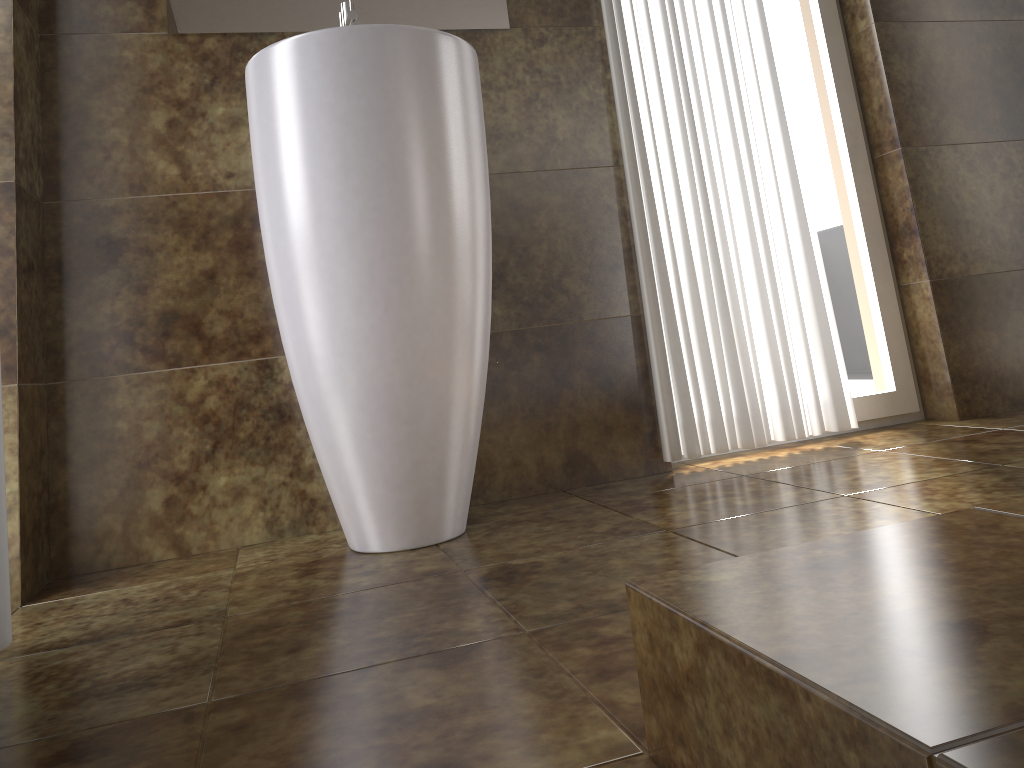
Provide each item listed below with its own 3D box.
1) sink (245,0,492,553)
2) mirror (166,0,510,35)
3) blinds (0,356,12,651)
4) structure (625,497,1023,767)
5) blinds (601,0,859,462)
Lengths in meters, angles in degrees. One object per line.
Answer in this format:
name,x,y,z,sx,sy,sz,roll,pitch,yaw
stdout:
sink,-0.254,-0.288,1.664,0.461,1.165,0.421,-5,-9,-13
mirror,-0.439,-1.350,2.072,0.772,1.119,0.008,-5,-10,-16
blinds,-0.741,-0.796,1.080,0.068,2.333,0.578,-4,-10,-16
structure,1.316,0.089,0.004,2.016,0.127,1.957,-8,2,-16
blinds,0.450,-0.992,2.197,0.521,2.321,0.065,-4,-11,-16
